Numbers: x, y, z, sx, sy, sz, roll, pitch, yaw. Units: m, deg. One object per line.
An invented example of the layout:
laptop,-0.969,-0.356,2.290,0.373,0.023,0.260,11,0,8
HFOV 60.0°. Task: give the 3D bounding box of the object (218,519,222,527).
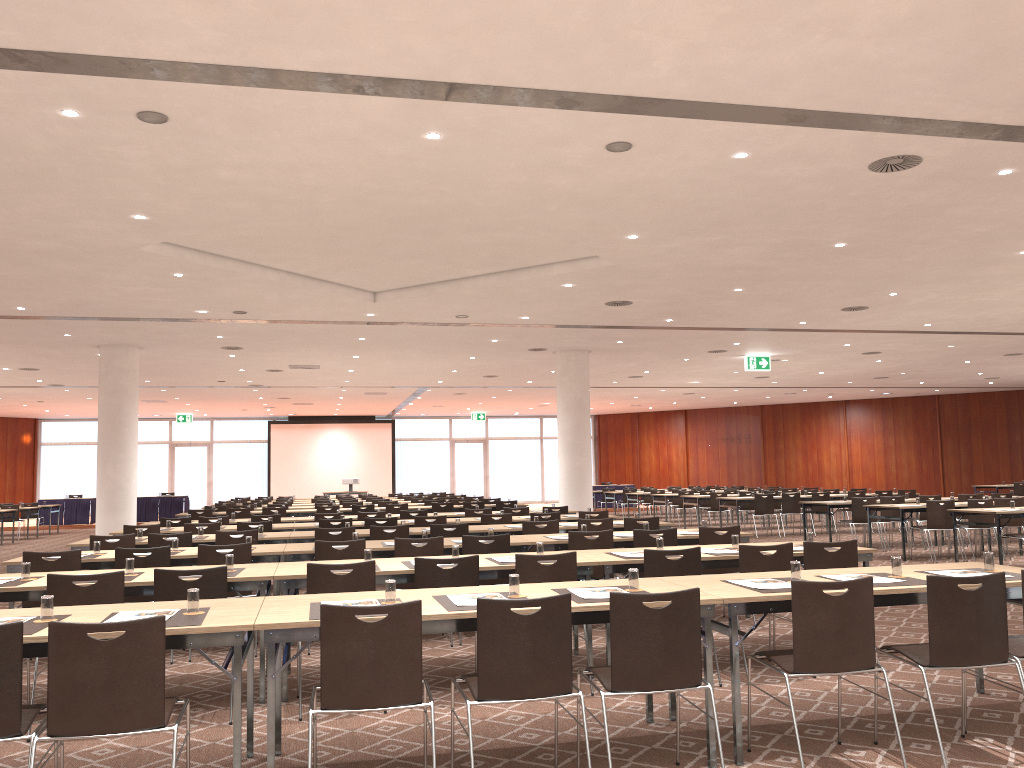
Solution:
object,-3.937,1.873,11.951,0.054,0.114,0.054,-1,-5,-1

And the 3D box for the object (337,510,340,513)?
object,-2.787,2.080,14.248,0.054,0.114,0.054,1,-6,-24

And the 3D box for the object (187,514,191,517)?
object,-5.010,2.076,13.741,0.054,0.114,0.054,1,-6,-24

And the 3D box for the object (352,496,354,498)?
object,-4.232,3.051,23.618,0.054,0.114,0.054,-3,-6,21

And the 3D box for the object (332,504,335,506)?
object,-3.546,2.436,17.637,0.054,0.114,0.054,-6,-7,43

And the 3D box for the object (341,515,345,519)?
object,-2.350,1.876,12.308,0.054,0.114,0.054,-3,-6,21

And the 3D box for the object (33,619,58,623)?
object,-2.194,1.113,4.170,0.102,0.001,0.102,-7,-8,43

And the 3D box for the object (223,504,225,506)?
object,-6.200,2.639,19.100,0.054,0.114,0.054,-6,-7,43

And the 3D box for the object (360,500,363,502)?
object,-3.343,2.642,19.728,0.054,0.114,0.054,-6,-7,43

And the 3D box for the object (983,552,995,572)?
object,2.858,1.065,5.314,0.054,0.114,0.054,-6,-7,43

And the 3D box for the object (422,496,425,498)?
object,-2.198,2.850,22.034,0.054,0.114,0.054,-3,-6,21

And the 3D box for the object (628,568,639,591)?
object,0.658,1.059,4.803,0.054,0.114,0.054,-6,-7,43

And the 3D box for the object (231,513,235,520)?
object,-4.366,2.077,13.891,0.054,0.114,0.054,-1,-5,-1

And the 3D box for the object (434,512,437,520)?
object,-1.084,1.877,12.583,0.054,0.114,0.054,-3,-6,21

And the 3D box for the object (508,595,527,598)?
object,0.030,1.116,4.668,0.102,0.001,0.102,-7,-8,43

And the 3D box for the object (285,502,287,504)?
object,-4.942,2.640,19.379,0.054,0.114,0.054,-6,-7,43

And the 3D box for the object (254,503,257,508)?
object,-5.559,2.639,19.231,0.054,0.114,0.054,-6,-7,43

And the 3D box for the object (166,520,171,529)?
object,-4.575,1.873,11.813,0.054,0.114,0.054,-3,-6,21

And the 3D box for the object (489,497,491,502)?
object,-0.508,2.647,20.365,0.054,0.114,0.054,-6,-7,43

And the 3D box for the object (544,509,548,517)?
object,0.499,1.879,12.933,0.054,0.114,0.054,-6,-7,43

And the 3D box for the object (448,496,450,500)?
object,-1.578,2.851,22.174,0.054,0.114,0.054,-3,-6,21

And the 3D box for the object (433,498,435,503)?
object,-1.768,2.644,20.076,0.054,0.114,0.054,-3,-6,21

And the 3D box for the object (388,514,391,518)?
object,-1.719,1.877,12.445,0.054,0.114,0.054,-3,-6,21

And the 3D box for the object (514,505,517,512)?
object,0.063,2.085,14.892,0.054,0.114,0.054,-3,-6,21

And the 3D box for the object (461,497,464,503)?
object,-1.129,2.646,20.231,0.054,0.114,0.054,-3,-6,21

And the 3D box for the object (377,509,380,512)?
object,-2.163,2.081,14.383,0.054,0.114,0.054,1,-6,-24

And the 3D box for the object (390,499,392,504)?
object,-2.716,2.643,19.871,0.054,0.114,0.054,-6,-7,43

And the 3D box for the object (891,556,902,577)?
object,2.239,1.062,5.162,0.054,0.114,0.054,-3,-6,21

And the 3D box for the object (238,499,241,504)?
object,-7.062,3.046,22.977,0.054,0.114,0.054,-6,-7,43

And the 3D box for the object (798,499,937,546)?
object,6.574,2.573,16.340,2.267,0.832,0.954,0,-6,-13

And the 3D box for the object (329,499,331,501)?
object,-4.418,2.845,21.527,0.054,0.114,0.054,-3,-6,21

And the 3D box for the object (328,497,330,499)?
object,-4.852,3.050,23.476,0.054,0.114,0.054,-3,-6,21

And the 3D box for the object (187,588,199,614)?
object,-1.555,1.058,4.325,0.054,0.114,0.054,-6,-7,43

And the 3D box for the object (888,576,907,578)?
object,2.242,1.119,5.155,0.102,0.001,0.102,-7,-8,43

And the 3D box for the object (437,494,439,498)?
object,-2.002,3.054,24.107,0.054,0.114,0.054,-3,-6,21

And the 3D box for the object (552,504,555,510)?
object,0.702,2.086,15.030,0.054,0.114,0.054,1,-6,-24

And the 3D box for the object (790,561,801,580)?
object,1.607,1.061,5.022,0.054,0.114,0.054,-3,-6,21

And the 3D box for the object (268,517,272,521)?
object,-3.294,1.873,12.084,0.054,0.114,0.054,-1,-5,-1

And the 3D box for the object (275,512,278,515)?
object,-3.730,2.079,14.041,0.054,0.114,0.054,-3,-6,21

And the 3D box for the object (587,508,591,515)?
object,1.138,1.880,13.077,0.054,0.114,0.054,-3,-6,21

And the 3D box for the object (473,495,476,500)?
object,-0.941,2.851,22.306,0.054,0.114,0.054,-6,-7,43

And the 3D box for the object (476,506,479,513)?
object,-0.576,2.083,14.740,0.054,0.114,0.054,-1,-5,-1

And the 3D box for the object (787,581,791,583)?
object,1.607,1.118,5.010,0.102,0.001,0.102,-7,-8,43

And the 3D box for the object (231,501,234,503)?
object,-6.634,2.842,21.032,0.054,0.114,0.054,-6,-7,43

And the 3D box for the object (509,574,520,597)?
object,0.012,1.059,4.661,0.054,0.114,0.054,-6,-7,43

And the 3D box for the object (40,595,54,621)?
object,-2.192,1.057,4.182,0.054,0.114,0.054,-3,-6,21

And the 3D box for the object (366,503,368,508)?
object,-2.909,2.438,17.790,0.054,0.114,0.054,-6,-7,43

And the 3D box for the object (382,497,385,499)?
object,-3.159,2.848,21.816,0.054,0.114,0.054,-3,-6,21

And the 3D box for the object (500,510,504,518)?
object,-0.140,1.879,12.796,0.054,0.114,0.054,-6,-7,43

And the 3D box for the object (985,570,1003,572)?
object,2.882,1.121,5.309,0.102,0.001,0.102,-7,-8,43

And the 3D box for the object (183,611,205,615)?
object,-1.544,1.113,4.308,0.102,0.001,0.102,-7,-8,43

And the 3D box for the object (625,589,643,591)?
object,0.662,1.117,4.806,0.102,0.001,0.102,-7,-8,43

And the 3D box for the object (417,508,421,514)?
object,-1.522,2.081,14.523,0.054,0.114,0.054,1,-6,-24

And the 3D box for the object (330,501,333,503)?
object,-3.991,2.642,19.592,0.054,0.114,0.054,-6,-7,43
